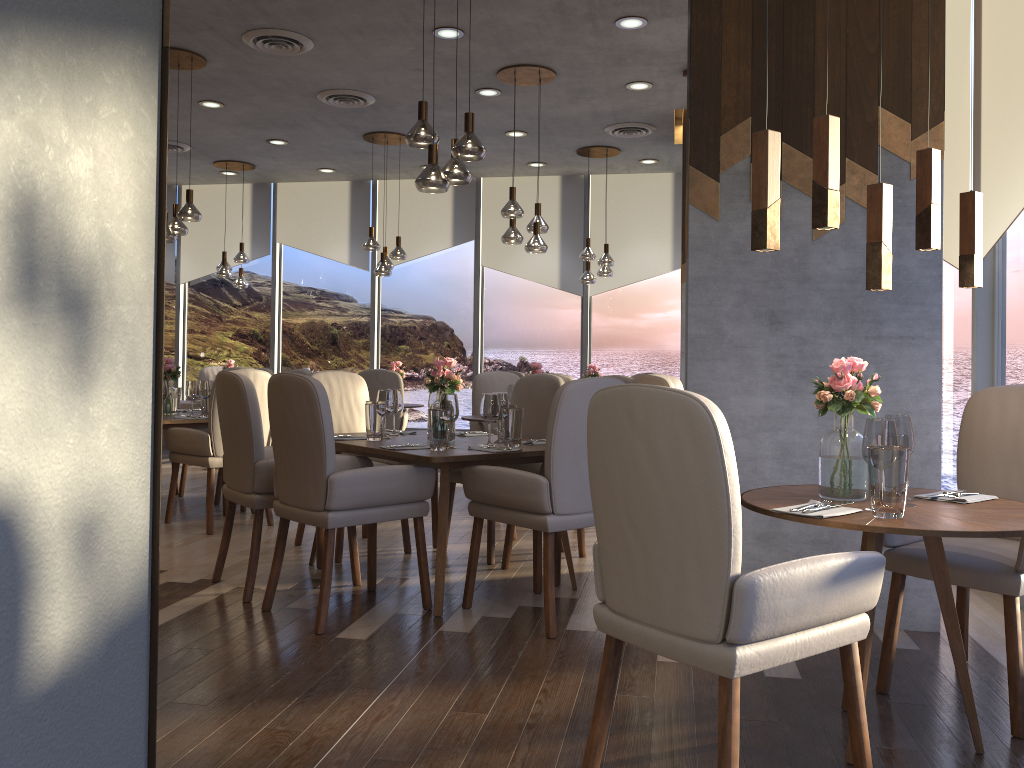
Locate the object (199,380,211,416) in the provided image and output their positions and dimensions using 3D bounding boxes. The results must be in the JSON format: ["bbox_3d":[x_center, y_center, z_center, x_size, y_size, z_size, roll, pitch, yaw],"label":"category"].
[{"bbox_3d":[-2.158,0.097,6.213,0.092,0.244,0.092,1,-1,-27],"label":"object"}]

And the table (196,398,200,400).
[{"bbox_3d":[-3.068,0.478,9.613,0.834,0.662,0.834,1,0,9],"label":"table"}]

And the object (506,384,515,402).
[{"bbox_3d":[0.001,0.123,6.620,0.092,0.244,0.092,1,-1,4],"label":"object"}]

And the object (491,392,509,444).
[{"bbox_3d":[-0.060,0.162,4.275,0.092,0.244,0.092,1,-1,-12],"label":"object"}]

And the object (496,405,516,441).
[{"bbox_3d":[-0.030,0.193,4.380,0.102,0.178,0.102,1,0,-31],"label":"object"}]

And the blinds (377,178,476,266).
[{"bbox_3d":[-0.988,-2.644,10.291,1.173,2.682,0.007,1,-1,10],"label":"blinds"}]

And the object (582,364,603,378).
[{"bbox_3d":[0.805,0.008,8.812,0.198,0.416,0.210,1,-1,-42],"label":"object"}]

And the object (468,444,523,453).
[{"bbox_3d":[-0.089,0.281,3.918,0.157,0.019,0.255,0,1,-39],"label":"object"}]

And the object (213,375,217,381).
[{"bbox_3d":[-3.157,0.026,9.503,0.092,0.244,0.092,1,-1,-45],"label":"object"}]

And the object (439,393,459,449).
[{"bbox_3d":[-0.283,0.165,3.958,0.092,0.244,0.092,1,-1,6],"label":"object"}]

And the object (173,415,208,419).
[{"bbox_3d":[-2.129,0.217,5.856,0.255,0.019,0.157,2,1,41],"label":"object"}]

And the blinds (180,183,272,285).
[{"bbox_3d":[-3.459,-2.542,10.743,1.173,2.682,0.007,1,-1,10],"label":"blinds"}]

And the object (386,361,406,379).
[{"bbox_3d":[-1.104,-0.010,8.384,0.210,0.416,0.198,1,0,-17],"label":"object"}]

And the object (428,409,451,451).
[{"bbox_3d":[-0.316,0.199,3.853,0.102,0.178,0.102,1,0,-10],"label":"object"}]

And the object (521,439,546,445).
[{"bbox_3d":[0.105,0.277,4.282,0.255,0.019,0.157,0,1,-37],"label":"object"}]

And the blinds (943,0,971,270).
[{"bbox_3d":[2.504,-1.910,5.209,0.007,2.682,1.173,1,-1,10],"label":"blinds"}]

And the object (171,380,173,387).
[{"bbox_3d":[-2.572,0.084,6.609,0.092,0.244,0.092,1,-1,23],"label":"object"}]

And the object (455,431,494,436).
[{"bbox_3d":[-0.239,0.264,4.741,0.255,0.019,0.157,0,1,-37],"label":"object"}]

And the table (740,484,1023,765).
[{"bbox_3d":[1.064,0.668,2.482,0.834,0.662,0.834,1,0,1],"label":"table"}]

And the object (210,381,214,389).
[{"bbox_3d":[-3.209,0.059,9.406,0.102,0.178,0.102,1,0,-29],"label":"object"}]

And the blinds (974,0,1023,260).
[{"bbox_3d":[2.279,-1.908,3.983,0.007,2.682,1.173,1,-1,10],"label":"blinds"}]

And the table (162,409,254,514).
[{"bbox_3d":[-2.460,0.547,6.238,1.307,0.666,0.964,1,1,44],"label":"table"}]

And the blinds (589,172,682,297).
[{"bbox_3d":[1.462,-2.305,9.836,1.173,2.682,0.007,1,-1,10],"label":"blinds"}]

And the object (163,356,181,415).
[{"bbox_3d":[-2.440,0.010,6.255,0.210,0.416,0.198,1,-1,-32],"label":"object"}]

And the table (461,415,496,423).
[{"bbox_3d":[0.041,0.579,6.499,0.833,0.662,0.834,1,0,-15],"label":"table"}]

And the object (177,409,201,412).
[{"bbox_3d":[-2.412,0.198,6.643,0.157,0.019,0.255,2,1,43],"label":"object"}]

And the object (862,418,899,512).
[{"bbox_3d":[0.983,0.215,2.367,0.092,0.244,0.092,1,-1,1],"label":"object"}]

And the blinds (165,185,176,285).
[{"bbox_3d":[-4.686,-2.563,10.968,1.173,2.682,0.007,1,-1,10],"label":"blinds"}]

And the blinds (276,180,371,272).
[{"bbox_3d":[-2.231,-2.666,10.520,1.173,2.682,0.007,1,-1,10],"label":"blinds"}]

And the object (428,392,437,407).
[{"bbox_3d":[-0.403,0.149,4.734,0.092,0.244,0.092,1,-1,10],"label":"object"}]

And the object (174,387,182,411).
[{"bbox_3d":[-2.560,0.115,6.717,0.102,0.178,0.102,1,0,-31],"label":"object"}]

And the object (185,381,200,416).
[{"bbox_3d":[-2.170,0.101,6.018,0.092,0.244,0.092,1,-1,-24],"label":"object"}]

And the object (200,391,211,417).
[{"bbox_3d":[-2.061,0.135,6.009,0.102,0.178,0.102,1,0,-33],"label":"object"}]

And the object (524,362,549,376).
[{"bbox_3d":[0.180,0.041,6.585,0.210,0.416,0.198,1,-1,-32],"label":"object"}]

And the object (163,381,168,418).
[{"bbox_3d":[-2.326,0.101,5.863,0.092,0.244,0.092,1,-1,-3],"label":"object"}]

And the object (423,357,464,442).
[{"bbox_3d":[-0.336,0.075,4.331,0.210,0.416,0.198,1,0,-12],"label":"object"}]

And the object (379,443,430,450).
[{"bbox_3d":[-0.450,0.275,3.951,0.255,0.019,0.157,0,1,-36],"label":"object"}]

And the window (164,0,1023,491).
[{"bbox_3d":[0.058,-0.950,7.264,8.058,3.200,16.124,0,1,-35],"label":"window"}]

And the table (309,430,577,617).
[{"bbox_3d":[-0.362,0.611,4.344,0.964,0.666,1.307,0,1,-39],"label":"table"}]

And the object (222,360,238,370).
[{"bbox_3d":[-3.057,-0.061,9.628,0.198,0.416,0.210,1,0,8],"label":"object"}]

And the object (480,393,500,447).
[{"bbox_3d":[-0.103,0.165,4.085,0.092,0.244,0.092,0,-1,31],"label":"object"}]

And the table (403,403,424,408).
[{"bbox_3d":[-1.253,0.526,8.361,0.833,0.662,0.834,1,0,-30],"label":"table"}]

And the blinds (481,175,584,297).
[{"bbox_3d":[0.235,-2.326,10.062,1.173,2.682,0.007,1,-1,10],"label":"blinds"}]

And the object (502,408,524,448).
[{"bbox_3d":[0.003,0.200,4.058,0.102,0.178,0.102,1,0,-43],"label":"object"}]
